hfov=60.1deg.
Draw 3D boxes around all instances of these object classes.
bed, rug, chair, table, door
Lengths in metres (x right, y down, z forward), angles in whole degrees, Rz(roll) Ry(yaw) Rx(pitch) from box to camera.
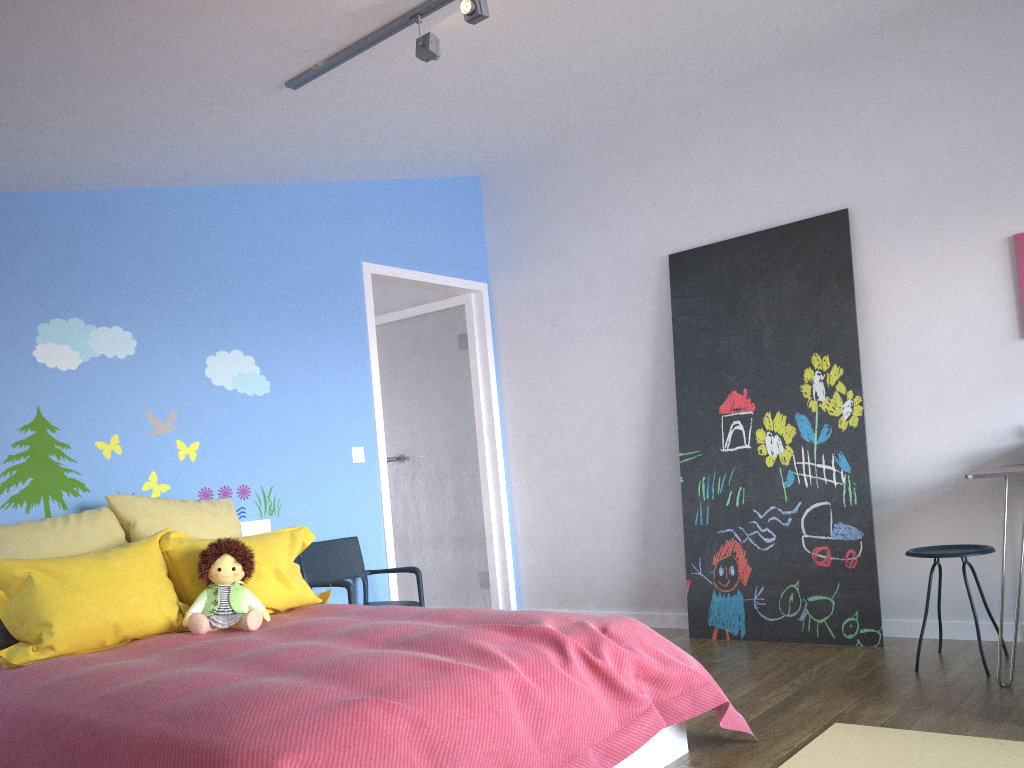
[{"bbox_3d":[-0.703,0.849,2.754,2.327,0.808,1.926,-10,-7,39],"label":"bed"},{"bbox_3d":[0.818,0.989,1.639,1.205,0.006,2.200,-10,-8,39],"label":"rug"},{"bbox_3d":[-0.729,1.077,4.225,0.418,0.672,0.512,-8,-5,35],"label":"chair"},{"bbox_3d":[2.407,0.621,3.039,1.340,0.756,0.807,-10,-6,39],"label":"table"},{"bbox_3d":[-0.769,0.478,5.430,1.002,2.122,1.032,-8,-5,39],"label":"door"},{"bbox_3d":[1.757,0.883,3.504,0.326,0.460,0.364,-9,-5,39],"label":"chair"}]

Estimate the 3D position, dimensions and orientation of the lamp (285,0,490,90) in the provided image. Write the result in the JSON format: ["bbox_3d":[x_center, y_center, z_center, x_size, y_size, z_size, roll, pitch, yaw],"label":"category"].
[{"bbox_3d":[-0.256,-1.014,2.541,1.210,0.143,0.123,-11,-7,42],"label":"lamp"}]

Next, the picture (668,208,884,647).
[{"bbox_3d":[1.244,0.236,4.343,0.961,2.012,0.207,-8,-4,39],"label":"picture"}]

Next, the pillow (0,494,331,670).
[{"bbox_3d":[-1.347,0.658,3.248,0.682,0.530,1.345,-9,-7,40],"label":"pillow"}]

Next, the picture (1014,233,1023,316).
[{"bbox_3d":[2.591,-0.494,3.380,1.158,0.438,0.027,-10,-5,39],"label":"picture"}]

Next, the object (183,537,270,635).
[{"bbox_3d":[-0.988,0.698,3.045,0.286,0.341,0.252,-4,-4,-17],"label":"object"}]
